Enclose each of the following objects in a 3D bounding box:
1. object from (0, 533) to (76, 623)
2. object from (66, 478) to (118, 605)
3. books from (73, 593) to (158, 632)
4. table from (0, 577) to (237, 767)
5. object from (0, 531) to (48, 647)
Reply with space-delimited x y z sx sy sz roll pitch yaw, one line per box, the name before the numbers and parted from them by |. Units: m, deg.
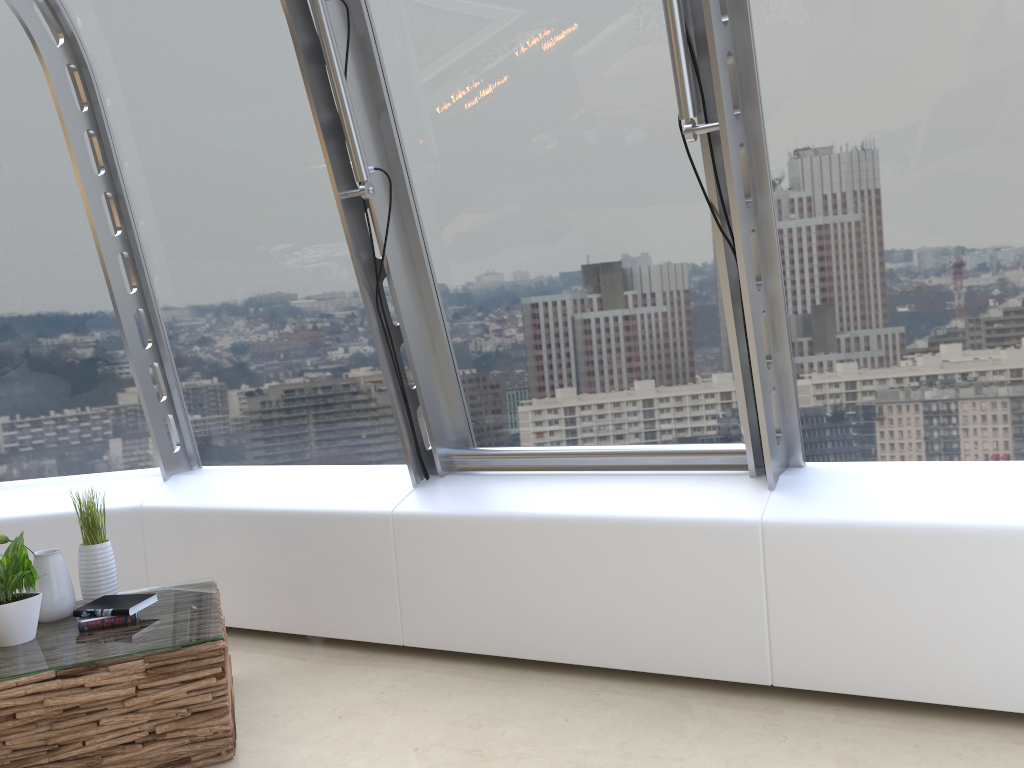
object | -1.787 0.697 3.267 0.297 0.370 0.152 -7 4 -30
object | -1.611 0.604 3.415 0.153 0.511 0.150 -6 3 -17
books | -1.449 0.826 3.212 0.265 0.063 0.246 -5 3 2
table | -1.532 1.084 3.171 1.007 0.436 0.923 -6 3 -20
object | -1.732 0.706 3.057 0.215 0.369 0.284 -8 4 -42
